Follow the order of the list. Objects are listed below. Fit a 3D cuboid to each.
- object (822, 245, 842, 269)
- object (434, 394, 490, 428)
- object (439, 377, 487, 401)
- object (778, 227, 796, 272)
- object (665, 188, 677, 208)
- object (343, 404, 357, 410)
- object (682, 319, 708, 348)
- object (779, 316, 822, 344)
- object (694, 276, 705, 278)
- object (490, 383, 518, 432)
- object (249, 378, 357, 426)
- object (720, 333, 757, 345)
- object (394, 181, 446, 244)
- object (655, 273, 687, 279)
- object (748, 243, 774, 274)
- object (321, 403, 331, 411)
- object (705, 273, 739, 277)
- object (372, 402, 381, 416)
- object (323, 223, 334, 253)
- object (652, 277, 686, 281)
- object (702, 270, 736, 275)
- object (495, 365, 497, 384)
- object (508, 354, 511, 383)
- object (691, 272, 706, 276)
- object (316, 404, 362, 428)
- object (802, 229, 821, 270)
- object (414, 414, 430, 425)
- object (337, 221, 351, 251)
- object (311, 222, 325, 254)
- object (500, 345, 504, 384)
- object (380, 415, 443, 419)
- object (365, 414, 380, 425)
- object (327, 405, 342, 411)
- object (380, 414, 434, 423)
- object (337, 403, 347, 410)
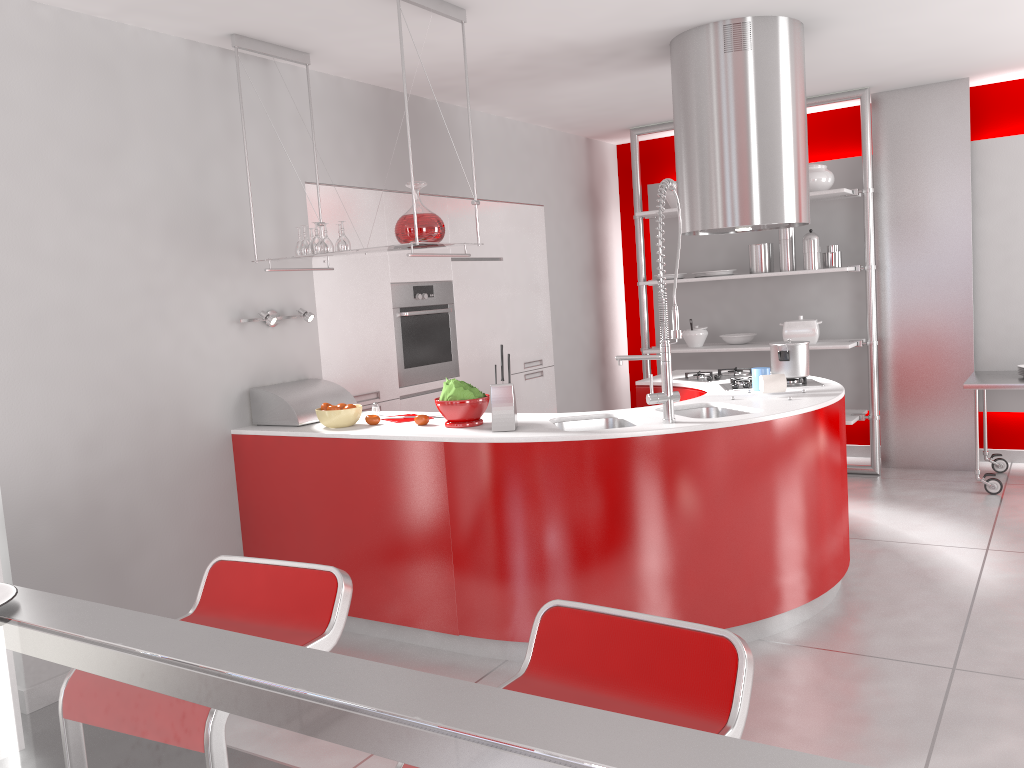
[{"bbox_3d":[2.213,-0.878,6.131,0.127,0.157,0.127,1,8,42],"label":"object"},{"bbox_3d":[-0.202,0.112,3.662,0.229,0.118,0.228,-4,6,4],"label":"object"},{"bbox_3d":[-0.196,0.059,3.652,0.198,0.182,0.193,0,7,38],"label":"object"},{"bbox_3d":[1.909,-0.945,6.148,0.109,0.329,0.110,-1,7,30],"label":"object"},{"bbox_3d":[1.247,-1.386,6.579,0.231,0.191,0.231,-6,6,-17],"label":"object"},{"bbox_3d":[-0.711,0.112,3.889,0.066,0.049,0.062,1,7,40],"label":"object"},{"bbox_3d":[1.364,-0.383,6.613,0.192,0.214,0.192,-2,6,19],"label":"object"},{"bbox_3d":[2.039,-0.384,6.255,0.282,0.197,0.235,-2,6,22],"label":"object"},{"bbox_3d":[1.478,-0.810,6.689,0.280,0.015,0.280,-6,6,-21],"label":"object"},{"bbox_3d":[-0.033,0.086,3.476,0.091,0.178,0.137,-3,6,5],"label":"object"},{"bbox_3d":[-0.980,0.080,4.208,0.300,0.170,0.400,0,7,32],"label":"object"},{"bbox_3d":[1.683,-0.331,6.595,0.272,0.072,0.272,-4,6,-4],"label":"object"},{"bbox_3d":[-0.391,-0.709,3.716,0.213,0.266,0.213,-7,7,-29],"label":"object"},{"bbox_3d":[1.182,-0.796,6.614,0.244,0.042,0.244,-2,6,17],"label":"object"},{"bbox_3d":[1.765,-0.889,6.298,0.184,0.205,0.172,0,7,37],"label":"object"},{"bbox_3d":[-0.816,0.111,3.927,0.055,0.058,0.066,-2,6,18],"label":"object"},{"bbox_3d":[1.498,-0.782,6.400,0.280,0.015,0.280,-7,6,-28],"label":"object"},{"bbox_3d":[-0.641,0.117,4.177,0.042,0.066,0.043,-10,8,-44],"label":"object"},{"bbox_3d":[-0.821,-0.637,3.921,0.060,0.141,0.060,0,7,32],"label":"object"},{"bbox_3d":[1.183,-0.782,6.615,0.280,0.015,0.280,-6,6,-21],"label":"object"},{"bbox_3d":[1.497,-0.796,6.399,0.244,0.042,0.244,-2,6,17],"label":"object"},{"bbox_3d":[-0.062,0.024,3.490,0.009,0.197,0.091,-4,6,3],"label":"object"},{"bbox_3d":[-0.008,0.023,3.485,0.012,0.279,0.130,-4,6,3],"label":"object"},{"bbox_3d":[1.477,-0.824,6.688,0.244,0.042,0.244,-1,6,24],"label":"object"},{"bbox_3d":[-0.756,0.146,3.893,0.201,0.086,0.201,0,7,33],"label":"object"},{"bbox_3d":[2.032,-0.913,6.017,0.115,0.274,0.115,-1,6,25],"label":"object"},{"bbox_3d":[-0.381,0.151,3.752,0.064,0.048,0.063,-3,6,10],"label":"object"},{"bbox_3d":[-0.736,-0.638,3.869,0.060,0.141,0.060,0,7,32],"label":"object"},{"bbox_3d":[-0.843,-0.627,3.839,0.060,0.141,0.060,-3,6,9],"label":"object"},{"bbox_3d":[-0.035,0.008,3.495,0.014,0.322,0.150,-4,6,3],"label":"object"},{"bbox_3d":[-0.427,0.145,3.985,0.375,0.008,0.041,-3,6,9],"label":"object"},{"bbox_3d":[-0.608,0.157,3.871,0.065,0.047,0.063,0,7,32],"label":"object"},{"bbox_3d":[-0.776,0.117,3.881,0.065,0.052,0.062,-2,6,17],"label":"object"},{"bbox_3d":[-0.482,0.154,4.000,0.168,0.006,0.266,-7,7,-31],"label":"object"},{"bbox_3d":[-0.755,0.110,3.939,0.066,0.049,0.062,-1,7,29],"label":"object"}]
